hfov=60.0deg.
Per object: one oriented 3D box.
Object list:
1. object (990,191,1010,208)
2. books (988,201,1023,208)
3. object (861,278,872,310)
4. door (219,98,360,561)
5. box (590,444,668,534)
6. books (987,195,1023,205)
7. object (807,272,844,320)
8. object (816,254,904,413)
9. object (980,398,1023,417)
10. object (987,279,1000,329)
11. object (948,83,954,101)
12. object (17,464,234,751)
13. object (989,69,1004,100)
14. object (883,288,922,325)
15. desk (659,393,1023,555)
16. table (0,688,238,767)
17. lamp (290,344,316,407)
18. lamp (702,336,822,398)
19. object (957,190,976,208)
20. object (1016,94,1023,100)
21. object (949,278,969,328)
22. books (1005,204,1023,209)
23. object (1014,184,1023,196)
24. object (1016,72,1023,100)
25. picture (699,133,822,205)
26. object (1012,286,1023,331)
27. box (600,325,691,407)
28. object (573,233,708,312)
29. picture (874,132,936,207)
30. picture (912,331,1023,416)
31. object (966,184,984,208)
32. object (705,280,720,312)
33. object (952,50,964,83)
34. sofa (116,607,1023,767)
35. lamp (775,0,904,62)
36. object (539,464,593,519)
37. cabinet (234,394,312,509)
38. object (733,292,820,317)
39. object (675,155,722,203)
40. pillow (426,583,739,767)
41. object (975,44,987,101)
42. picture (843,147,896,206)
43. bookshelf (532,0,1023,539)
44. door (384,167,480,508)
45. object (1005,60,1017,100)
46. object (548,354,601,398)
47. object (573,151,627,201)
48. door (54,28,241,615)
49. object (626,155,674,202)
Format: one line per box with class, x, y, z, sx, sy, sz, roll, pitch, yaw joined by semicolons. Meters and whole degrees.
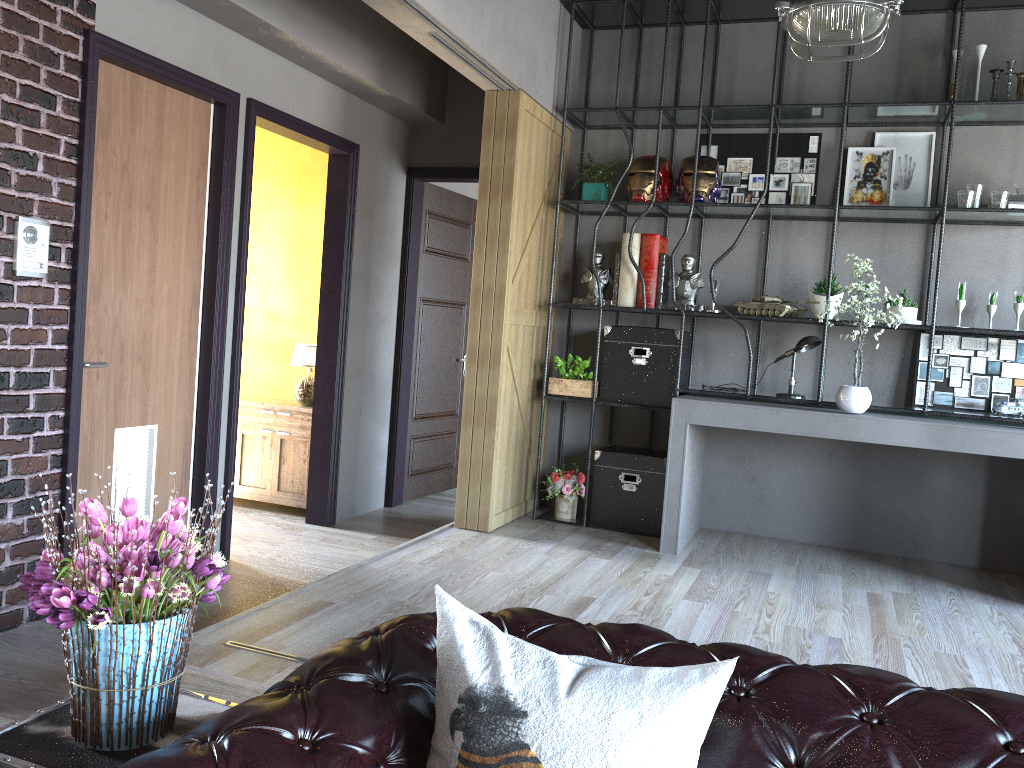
object;2.636;-0.988;4.799;0.092;0.099;0.093;3;3;-22
books;2.831;-1.005;4.994;0.243;0.024;0.175;5;4;16
object;2.115;-0.498;5.301;0.113;0.273;0.113;4;3;-13
door;-1.810;-0.346;5.574;1.099;2.542;1.150;5;3;20
box;0.794;0.660;5.678;0.489;0.480;0.374;5;3;20
books;2.823;-1.032;4.990;0.225;0.029;0.179;5;3;12
object;1.844;-0.528;5.201;0.136;0.305;0.193;2;3;-36
object;1.868;-0.271;4.724;0.398;0.851;0.421;3;3;-23
object;2.826;0.129;4.929;0.351;0.111;0.379;2;4;-37
object;2.765;-0.453;5.111;0.113;0.301;0.113;6;3;39
object;2.446;-1.601;4.930;0.135;0.129;0.135;4;3;-7
object;-0.708;0.406;1.646;0.352;0.483;0.349;2;4;-39
object;2.680;-1.636;4.922;0.084;0.233;0.084;2;4;-43
object;2.226;-0.446;5.080;0.235;0.212;0.235;3;3;-25
desk;2.012;0.602;5.049;2.130;0.885;0.845;5;3;20
table;-0.740;0.942;1.667;0.417;0.609;0.405;5;3;20
lamp;-1.448;0.239;6.331;0.291;1.044;0.441;4;3;-6
lamp;1.529;-0.127;5.417;0.740;0.370;0.204;7;4;45
object;2.484;-1.003;4.856;0.092;0.099;0.093;2;4;-32
object;2.849;-1.575;4.792;0.190;0.152;0.189;7;4;43
object;2.478;-0.448;4.899;0.113;0.274;0.113;5;3;24
books;2.817;-0.982;4.998;0.166;0.024;0.227;4;3;-1
object;2.861;-1.075;4.950;0.103;0.068;0.103;5;3;13
object;2.842;-1.623;4.965;0.080;0.226;0.080;4;3;-7
picture;1.544;-1.335;5.608;0.749;0.503;0.058;5;3;20
object;2.761;-0.409;4.834;0.113;0.246;0.113;6;4;39
box;0.852;-0.122;5.643;0.489;0.480;0.374;5;3;20
object;0.830;-0.708;5.635;0.833;0.466;0.290;5;3;20
picture;2.322;-1.250;5.286;0.332;0.514;0.119;5;3;20
picture;2.710;-0.062;5.159;0.666;0.447;0.051;5;3;20
object;2.568;-1.029;4.935;0.087;0.155;0.087;6;3;33
object;1.223;-0.532;5.375;0.093;0.200;0.093;5;3;15
object;2.571;-1.737;5.151;0.128;0.390;0.128;4;3;-11
sofa;0.674;0.964;1.141;2.567;0.838;1.240;5;3;20
lamp;1.437;-2.027;3.895;0.534;1.148;0.516;4;3;-2
object;0.335;0.683;5.757;0.345;0.362;0.332;6;3;24
cabinet;-1.920;0.481;6.508;1.432;0.749;0.408;5;3;20
object;1.610;-0.487;5.352;0.206;0.170;0.578;2;4;-35
object;1.154;-1.252;5.475;0.280;0.327;0.399;5;3;10
pillow;0.077;0.608;1.430;0.528;0.469;0.283;6;3;23
object;2.651;-1.724;5.045;0.128;0.390;0.128;3;3;-20
picture;2.138;-1.214;5.310;0.268;0.413;0.101;5;3;20
bookshelf;2.422;-0.562;5.059;4.485;3.280;0.526;5;3;20
door;-0.154;-0.307;6.957;1.150;2.542;1.129;5;3;20
object;2.710;-1.633;4.833;0.100;0.243;0.100;6;3;29
object;0.401;-0.058;5.645;0.304;0.265;0.180;5;3;20
object;0.541;-1.314;5.719;0.324;0.339;0.295;3;3;-23
door;-1.809;-0.269;4.326;0.219;2.538;1.003;5;3;20
object;0.857;-1.281;5.586;0.280;0.327;0.399;6;3;25
